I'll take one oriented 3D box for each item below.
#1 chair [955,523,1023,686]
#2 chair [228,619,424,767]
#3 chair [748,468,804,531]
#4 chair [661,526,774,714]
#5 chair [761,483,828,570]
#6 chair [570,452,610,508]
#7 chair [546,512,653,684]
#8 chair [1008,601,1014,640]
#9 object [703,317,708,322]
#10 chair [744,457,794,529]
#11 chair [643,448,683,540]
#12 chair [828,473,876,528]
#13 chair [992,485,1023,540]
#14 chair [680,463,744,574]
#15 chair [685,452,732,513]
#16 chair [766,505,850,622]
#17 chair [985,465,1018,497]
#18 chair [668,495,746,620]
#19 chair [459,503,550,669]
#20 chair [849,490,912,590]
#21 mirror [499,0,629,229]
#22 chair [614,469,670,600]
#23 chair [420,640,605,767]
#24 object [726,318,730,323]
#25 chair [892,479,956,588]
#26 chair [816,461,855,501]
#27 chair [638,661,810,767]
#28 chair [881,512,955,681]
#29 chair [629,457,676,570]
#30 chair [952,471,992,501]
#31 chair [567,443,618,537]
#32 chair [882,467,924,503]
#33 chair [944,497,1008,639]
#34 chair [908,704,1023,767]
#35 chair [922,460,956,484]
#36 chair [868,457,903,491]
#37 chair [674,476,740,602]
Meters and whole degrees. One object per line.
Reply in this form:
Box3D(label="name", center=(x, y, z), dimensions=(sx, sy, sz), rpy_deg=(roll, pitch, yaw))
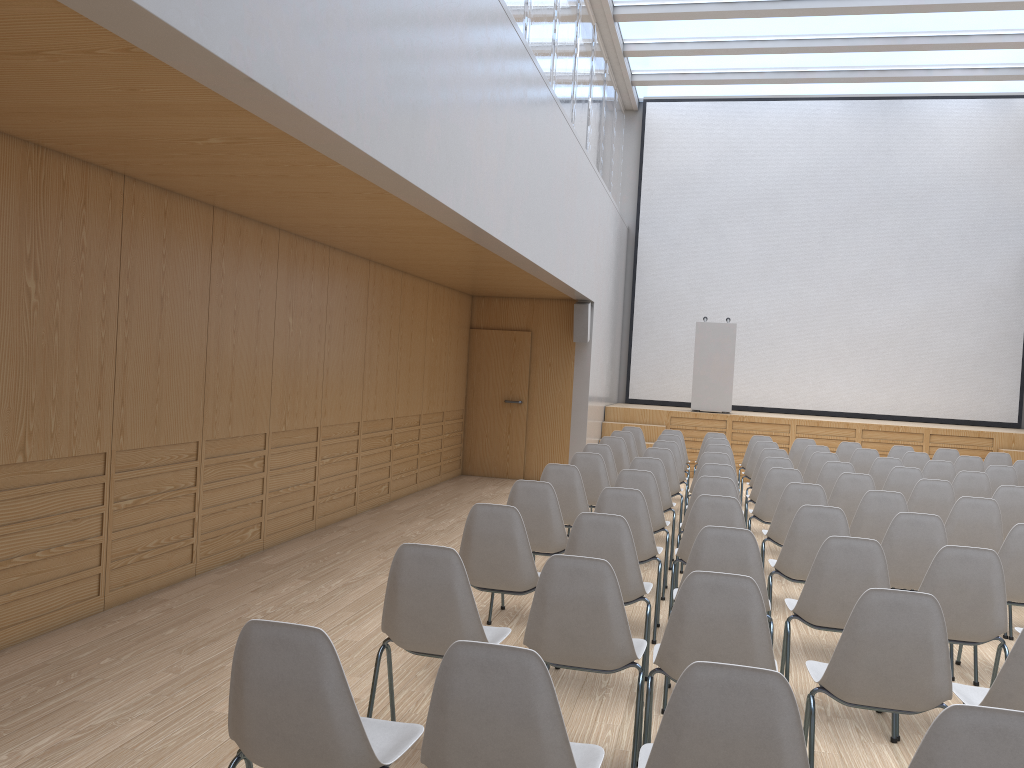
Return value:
Box3D(label="chair", center=(2.717, 1.152, 4.780), dimensions=(0.479, 0.876, 0.505), rpy_deg=(4, 1, 13))
Box3D(label="chair", center=(-0.516, 1.011, 2.392), dimensions=(0.479, 0.876, 0.505), rpy_deg=(4, 1, 13))
Box3D(label="chair", center=(2.111, 1.077, 7.009), dimensions=(0.479, 0.876, 0.505), rpy_deg=(4, 1, 13))
Box3D(label="chair", center=(0.977, 1.064, 4.148), dimensions=(0.479, 0.876, 0.505), rpy_deg=(4, 1, 13))
Box3D(label="chair", center=(1.948, 1.085, 6.049), dimensions=(0.479, 0.876, 0.505), rpy_deg=(4, 1, 13))
Box3D(label="chair", center=(0.641, 0.986, 7.369), dimensions=(0.479, 0.876, 0.505), rpy_deg=(4, 1, 13))
Box3D(label="chair", center=(0.444, 1.030, 4.328), dimensions=(0.479, 0.876, 0.505), rpy_deg=(4, 1, 13))
Box3D(label="chair", center=(3.412, 1.175, 5.690), dimensions=(0.479, 0.876, 0.505), rpy_deg=(4, 1, 13))
Box3D(label="object", center=(3.005, -0.899, 13.747), dimensions=(0.166, 0.305, 0.252), rpy_deg=(3, 1, -15))
Box3D(label="chair", center=(2.336, 1.072, 7.942), dimensions=(0.479, 0.876, 0.505), rpy_deg=(4, 1, 13))
Box3D(label="chair", center=(1.351, 1.011, 8.224), dimensions=(0.479, 0.876, 0.505), rpy_deg=(4, 1, 13))
Box3D(label="chair", center=(2.620, 1.107, 6.923), dimensions=(0.479, 0.876, 0.505), rpy_deg=(4, 1, 13))
Box3D(label="chair", center=(3.668, 1.172, 6.657), dimensions=(0.479, 0.876, 0.505), rpy_deg=(4, 1, 13))
Box3D(label="chair", center=(1.607, 1.047, 7.039), dimensions=(0.479, 0.876, 0.505), rpy_deg=(4, 1, 13))
Box3D(label="chair", center=(1.833, 1.041, 8.096), dimensions=(0.479, 0.876, 0.505), rpy_deg=(4, 1, 13))
Box3D(label="chair", center=(1.694, 1.089, 5.011), dimensions=(0.479, 0.876, 0.505), rpy_deg=(4, 1, 13))
Box3D(label="chair", center=(4.566, 1.190, 8.463), dimensions=(0.479, 0.876, 0.505), rpy_deg=(4, 1, 13))
Box3D(label="chair", center=(1.178, 1.056, 5.188), dimensions=(0.479, 0.876, 0.505), rpy_deg=(4, 1, 13))
Box3D(label="chair", center=(-0.048, 1.000, 4.420), dimensions=(0.479, 0.876, 0.505), rpy_deg=(4, 1, 13))
Box3D(label="chair", center=(2.397, 1.114, 5.877), dimensions=(0.479, 0.876, 0.505), rpy_deg=(4, 1, 13))
Box3D(label="mirror", center=(0.023, -3.722, 6.949), dimensions=(0.253, 2.090, 17.827), rpy_deg=(4, 1, 13))
Box3D(label="chair", center=(0.879, 1.019, 6.280), dimensions=(0.479, 0.876, 0.505), rpy_deg=(4, 1, 13))
Box3D(label="chair", center=(-0.008, 1.041, 2.320), dimensions=(0.479, 0.876, 0.505), rpy_deg=(4, 1, 13))
Box3D(label="object", center=(3.343, -0.878, 13.670), dimensions=(0.166, 0.305, 0.252), rpy_deg=(3, 1, -15))
Box3D(label="chair", center=(3.150, 1.140, 6.793), dimensions=(0.479, 0.876, 0.505), rpy_deg=(4, 1, 13))
Box3D(label="chair", center=(2.833, 1.102, 7.851), dimensions=(0.479, 0.876, 0.505), rpy_deg=(4, 1, 13))
Box3D(label="chair", center=(0.541, 1.073, 2.266), dimensions=(0.479, 0.876, 0.505), rpy_deg=(4, 1, 13))
Box3D(label="chair", center=(2.183, 1.118, 4.942), dimensions=(0.479, 0.876, 0.505), rpy_deg=(4, 1, 13))
Box3D(label="chair", center=(1.099, 1.015, 7.237), dimensions=(0.479, 0.876, 0.505), rpy_deg=(4, 1, 13))
Box3D(label="chair", center=(3.884, 1.166, 7.662), dimensions=(0.479, 0.876, 0.505), rpy_deg=(4, 1, 13))
Box3D(label="chair", center=(0.807, 0.979, 8.286), dimensions=(0.479, 0.876, 0.505), rpy_deg=(4, 1, 13))
Box3D(label="chair", center=(3.353, 1.135, 7.712), dimensions=(0.479, 0.876, 0.505), rpy_deg=(4, 1, 13))
Box3D(label="chair", center=(2.952, 1.146, 5.812), dimensions=(0.479, 0.876, 0.505), rpy_deg=(4, 1, 13))
Box3D(label="chair", center=(1.041, 1.105, 2.083), dimensions=(0.479, 0.876, 0.505), rpy_deg=(4, 1, 13))
Box3D(label="chair", center=(4.081, 1.159, 8.633), dimensions=(0.479, 0.876, 0.505), rpy_deg=(4, 1, 13))
Box3D(label="chair", center=(3.594, 1.131, 8.641), dimensions=(0.479, 0.876, 0.505), rpy_deg=(4, 1, 13))
Box3D(label="chair", center=(1.389, 1.051, 6.147), dimensions=(0.479, 0.876, 0.505), rpy_deg=(4, 1, 13))
